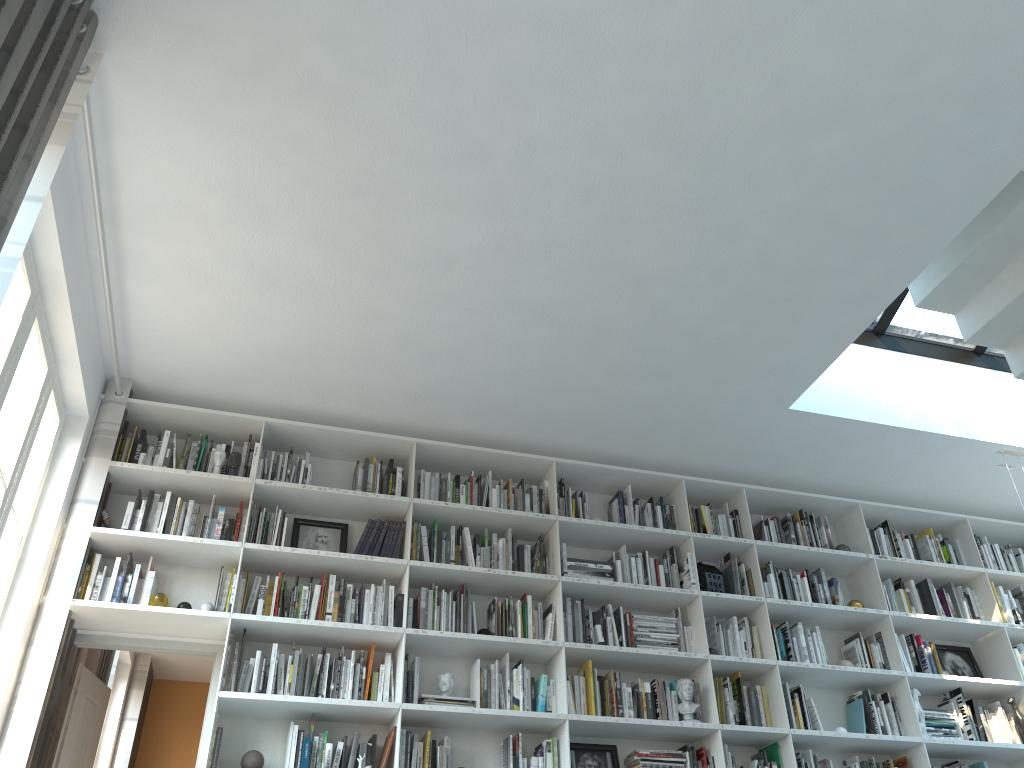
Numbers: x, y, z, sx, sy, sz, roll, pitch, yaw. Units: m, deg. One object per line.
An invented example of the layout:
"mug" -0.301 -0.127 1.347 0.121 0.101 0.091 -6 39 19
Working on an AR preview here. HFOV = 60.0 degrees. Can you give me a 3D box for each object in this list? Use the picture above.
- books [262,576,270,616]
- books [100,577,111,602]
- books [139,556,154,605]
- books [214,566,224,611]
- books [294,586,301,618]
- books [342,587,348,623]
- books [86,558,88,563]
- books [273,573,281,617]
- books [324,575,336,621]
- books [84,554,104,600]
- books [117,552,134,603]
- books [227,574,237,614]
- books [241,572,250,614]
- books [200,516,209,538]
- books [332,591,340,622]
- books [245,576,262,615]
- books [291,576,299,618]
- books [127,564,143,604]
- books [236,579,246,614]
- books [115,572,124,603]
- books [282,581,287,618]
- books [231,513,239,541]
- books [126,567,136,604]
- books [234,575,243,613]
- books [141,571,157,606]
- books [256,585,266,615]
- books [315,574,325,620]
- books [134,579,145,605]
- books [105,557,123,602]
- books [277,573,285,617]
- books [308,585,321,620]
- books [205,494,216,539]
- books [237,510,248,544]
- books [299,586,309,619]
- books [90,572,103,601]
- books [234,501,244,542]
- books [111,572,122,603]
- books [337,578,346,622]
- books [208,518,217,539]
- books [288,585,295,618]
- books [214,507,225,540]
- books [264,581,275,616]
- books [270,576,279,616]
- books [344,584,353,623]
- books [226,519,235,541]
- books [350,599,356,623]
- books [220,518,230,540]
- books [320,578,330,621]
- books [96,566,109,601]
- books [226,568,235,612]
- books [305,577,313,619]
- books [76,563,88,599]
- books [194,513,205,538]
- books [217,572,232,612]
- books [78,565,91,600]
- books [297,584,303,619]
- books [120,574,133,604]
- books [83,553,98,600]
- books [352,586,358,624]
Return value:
"books" -1.260 1.126 4.506 0.010 0.261 0.151 9 -36 -14
"books" -1.980 1.054 4.319 0.029 0.184 0.135 9 -36 -14
"books" -1.807 1.022 4.376 0.013 0.297 0.180 9 -36 -14
"books" -1.479 1.080 4.455 0.012 0.283 0.160 9 -36 -14
"books" -1.106 1.164 4.526 0.014 0.216 0.165 9 -36 -14
"books" -0.878 1.195 4.588 0.013 0.231 0.172 9 -36 -14
"books" -2.087 0.979 4.286 0.011 0.271 0.189 9 -36 -14
"books" -1.203 1.126 4.524 0.020 0.279 0.165 9 -36 -14
"books" -0.948 1.155 4.576 0.030 0.284 0.186 9 -36 -14
"books" -2.036 0.991 4.311 0.023 0.280 0.171 9 -36 -14
"books" -1.896 0.999 4.339 0.013 0.295 0.188 9 -36 -14
"books" -1.402 1.098 4.431 0.021 0.223 0.233 9 -36 -14
"books" -1.353 1.106 4.476 0.012 0.261 0.181 9 -36 -14
"books" -1.609 0.809 4.624 0.029 0.196 0.145 9 -36 -14
"books" -0.918 1.194 4.554 0.029 0.194 0.193 9 -36 -14
"books" -1.322 1.122 4.496 0.062 0.256 0.153 9 -36 -14
"books" -1.123 1.145 4.550 0.012 0.275 0.151 9 -36 -14
"books" -1.845 1.028 4.331 0.021 0.235 0.189 9 -36 -14
"books" -1.372 1.120 4.470 0.022 0.231 0.152 9 -36 -14
"books" -1.912 1.044 4.324 0.011 0.205 0.164 9 -36 -14
"books" -1.162 1.149 4.531 0.047 0.248 0.134 9 -36 -14
"books" -1.467 0.814 4.669 0.014 0.234 0.144 9 -36 -14
"books" -1.867 1.041 4.346 0.010 0.233 0.166 9 -36 -14
"books" -1.390 1.114 4.479 0.012 0.252 0.161 9 -36 -14
"books" -1.782 1.053 4.346 0.029 0.210 0.188 9 -36 -14
"books" -1.273 1.141 4.470 0.026 0.194 0.176 9 -36 -14
"books" -0.998 1.154 4.589 0.014 0.302 0.152 9 -36 -14
"books" -1.832 1.074 4.356 0.029 0.190 0.135 9 -36 -14
"books" -1.952 1.009 4.339 0.022 0.280 0.157 9 -36 -14
"books" -1.185 1.124 4.519 0.011 0.276 0.165 9 -36 -14
"books" -1.026 1.174 4.560 0.047 0.237 0.163 9 -36 -14
"books" -1.584 0.755 4.640 0.012 0.301 0.190 9 -36 -14
"books" -1.430 0.809 4.691 0.037 0.267 0.114 9 -36 -14
"books" -1.073 1.169 4.534 0.031 0.216 0.174 9 -36 -14
"books" -2.013 1.034 4.299 0.029 0.196 0.161 9 -36 -14
"books" -1.451 0.786 4.679 0.014 0.292 0.173 9 -36 -14
"books" -1.934 1.050 4.339 0.023 0.213 0.141 9 -36 -14
"books" -0.900 1.176 4.608 0.025 0.284 0.162 9 -36 -14
"books" -1.567 0.816 4.623 0.031 0.181 0.152 9 -36 -14
"books" -1.135 1.164 4.536 0.012 0.229 0.150 9 -36 -14
"books" -1.532 0.790 4.626 0.029 0.228 0.192 9 -36 -14
"books" -1.239 1.140 4.498 0.030 0.228 0.173 9 -36 -14
"books" -1.218 1.133 4.509 0.014 0.251 0.188 9 -36 -14
"books" -0.863 1.194 4.613 0.029 0.259 0.158 9 -36 -14
"books" -1.481 0.823 4.639 0.026 0.186 0.155 9 -36 -14
"books" -0.838 1.228 4.596 0.022 0.185 0.137 9 -36 -14
"books" -1.512 0.824 4.646 0.029 0.194 0.147 9 -36 -14
"books" -0.975 1.159 4.569 0.023 0.269 0.188 9 -36 -14
"books" -1.992 1.022 4.304 0.010 0.219 0.182 9 -36 -14
"books" -1.427 1.091 4.473 0.010 0.284 0.138 9 -36 -14
"books" -1.054 1.153 4.559 0.014 0.271 0.181 9 -36 -14
"books" -2.078 1.005 4.284 0.013 0.226 0.180 9 -36 -14
"books" -1.635 0.794 4.615 0.028 0.211 0.139 9 -36 -14
"books" -1.458 1.103 4.474 0.044 0.267 0.134 9 -36 -14
"books" -2.065 1.010 4.287 0.013 0.221 0.163 9 -36 -14
"books" -1.096 1.165 4.538 0.011 0.227 0.171 9 -36 -14
"books" -1.881 1.052 4.325 0.024 0.192 0.182 9 -36 -14
"books" -2.060 0.992 4.331 0.013 0.301 0.136 9 -36 -14
"books" -0.819 1.204 4.627 0.035 0.259 0.132 9 -36 -14
